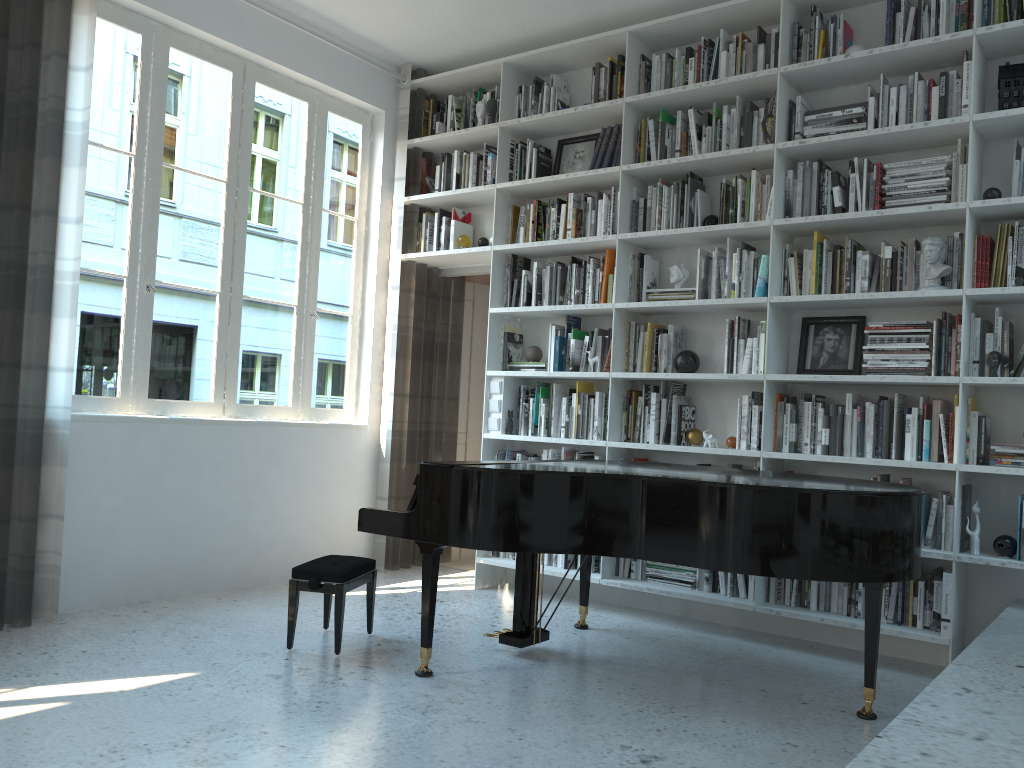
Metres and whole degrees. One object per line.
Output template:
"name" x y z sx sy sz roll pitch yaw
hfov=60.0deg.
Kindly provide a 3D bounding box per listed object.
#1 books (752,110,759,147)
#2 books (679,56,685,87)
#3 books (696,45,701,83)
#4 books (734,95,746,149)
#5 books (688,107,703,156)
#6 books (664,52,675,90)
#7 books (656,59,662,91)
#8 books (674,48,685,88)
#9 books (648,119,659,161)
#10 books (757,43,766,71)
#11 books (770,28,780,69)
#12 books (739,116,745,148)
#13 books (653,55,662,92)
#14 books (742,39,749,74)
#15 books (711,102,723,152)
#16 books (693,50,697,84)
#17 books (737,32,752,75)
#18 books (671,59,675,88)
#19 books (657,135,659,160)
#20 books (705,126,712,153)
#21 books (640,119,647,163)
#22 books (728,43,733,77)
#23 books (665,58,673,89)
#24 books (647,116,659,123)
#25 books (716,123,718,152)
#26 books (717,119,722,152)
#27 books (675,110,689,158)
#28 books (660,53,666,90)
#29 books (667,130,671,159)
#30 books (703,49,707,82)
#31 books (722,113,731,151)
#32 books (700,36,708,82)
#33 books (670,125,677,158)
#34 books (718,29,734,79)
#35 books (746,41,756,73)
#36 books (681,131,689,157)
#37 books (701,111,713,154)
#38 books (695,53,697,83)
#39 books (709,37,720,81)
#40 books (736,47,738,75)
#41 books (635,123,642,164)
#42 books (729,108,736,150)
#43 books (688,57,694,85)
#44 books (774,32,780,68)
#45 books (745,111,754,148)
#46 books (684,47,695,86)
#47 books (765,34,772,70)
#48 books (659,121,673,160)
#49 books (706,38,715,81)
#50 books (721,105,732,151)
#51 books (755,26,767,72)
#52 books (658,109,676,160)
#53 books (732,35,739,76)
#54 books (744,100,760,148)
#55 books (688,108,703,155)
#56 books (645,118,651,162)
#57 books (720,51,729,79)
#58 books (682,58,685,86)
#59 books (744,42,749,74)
"books" 1.257 -1.248 4.486 0.022 0.222 0.161 2 -2 36
"books" 0.943 -1.627 4.774 0.025 0.234 0.129 2 -2 36
"books" 1.018 -1.635 4.684 0.013 0.251 0.183 2 -2 36
"books" 1.182 -1.295 4.537 0.011 0.313 0.183 2 -2 36
"books" 0.974 -1.300 4.720 0.013 0.315 0.135 2 -2 36
"books" 0.868 -1.637 4.794 0.012 0.250 0.174 2 -2 36
"books" 0.835 -1.623 4.819 0.023 0.220 0.181 2 -2 36
"books" 0.915 -1.643 4.764 0.010 0.264 0.160 2 -2 36
"books" 0.804 -1.284 4.832 0.067 0.274 0.168 2 -2 36
"books" 1.286 -1.595 4.480 0.031 0.184 0.177 2 -2 36
"books" 1.343 -1.631 4.462 0.029 0.261 0.151 2 -2 36
"books" 1.206 -1.244 4.542 0.024 0.213 0.150 2 -2 36
"books" 0.817 -1.641 4.839 0.031 0.254 0.145 2 -2 36
"books" 1.218 -1.619 4.536 0.021 0.228 0.161 2 -2 36
"books" 1.078 -1.294 4.622 0.012 0.307 0.145 2 -2 36
"books" 1.002 -1.626 4.704 0.013 0.234 0.154 2 -2 36
"books" 1.200 -1.638 4.541 0.014 0.266 0.192 2 -2 36
"books" 0.902 -1.615 4.769 0.014 0.207 0.166 2 -2 36
"books" 0.831 -1.276 4.802 0.011 0.260 0.157 2 -2 36
"books" 1.059 -1.231 4.632 0.028 0.180 0.168 2 -2 36
"books" 0.750 -1.290 4.866 0.013 0.283 0.158 2 -2 36
"books" 1.159 -1.623 4.592 0.026 0.235 0.134 2 -2 36
"books" 0.877 -1.617 4.771 0.029 0.208 0.178 2 -2 36
"books" 0.774 -1.301 4.875 0.014 0.309 0.130 2 -2 36
"books" 1.105 -1.245 4.630 0.024 0.212 0.128 2 -2 36
"books" 1.103 -1.244 4.599 0.010 0.208 0.173 2 -2 36
"books" 0.921 -1.291 4.736 0.023 0.293 0.156 2 -2 36
"books" 0.857 -1.638 4.808 0.023 0.251 0.170 2 -2 36
"books" 0.881 -1.245 4.771 0.024 0.201 0.153 2 -2 36
"books" 1.051 -1.625 4.676 0.029 0.235 0.130 2 -2 36
"books" 1.131 -1.253 4.566 0.021 0.226 0.191 2 -2 36
"books" 1.030 -1.658 4.679 0.010 0.299 0.151 2 -2 36
"books" 0.898 -1.254 4.750 0.029 0.218 0.157 2 -2 36
"books" 1.120 -1.664 4.623 0.014 0.315 0.166 2 -2 36
"books" 1.238 -1.605 4.501 0.026 0.200 0.187 2 -2 36
"books" 0.947 -1.233 4.725 0.034 0.180 0.160 2 -2 36
"books" 1.043 -1.273 4.654 0.027 0.265 0.168 2 -2 36
"books" 1.007 -1.617 4.690 0.011 0.215 0.160 2 -2 36
"books" 1.084 -1.644 4.631 0.052 0.273 0.172 2 -2 36
"books" 1.198 -1.610 4.575 0.029 0.213 0.141 2 -2 36
"books" 0.727 -1.277 4.864 0.023 0.256 0.175 2 -2 36
"books" 1.162 -1.268 4.566 0.028 0.261 0.135 2 -2 36
"books" 0.986 -1.610 4.719 0.030 0.201 0.152 2 -2 36
"books" 1.352 -1.614 4.429 0.026 0.225 0.172 2 -2 36
"books" 1.234 -1.246 4.498 0.030 0.217 0.182 2 -2 36
"books" 0.969 -1.643 4.744 0.028 0.268 0.151 2 -2 36
"books" 1.316 -1.620 4.472 0.026 0.237 0.149 2 -2 36
"books" 0.852 -1.267 4.777 0.031 0.242 0.181 2 -2 36
"books" 1.060 -1.646 4.652 0.013 0.276 0.164 2 -2 36
"books" 1.127 -1.282 4.600 0.026 0.286 0.137 2 -2 36
"books" 1.274 -1.646 4.499 0.013 0.285 0.159 2 -2 36
"books" 0.836 -1.304 4.789 0.012 0.315 0.171 2 -2 36
"books" 1.177 -1.639 4.582 0.014 0.269 0.156 2 -2 36
"books" 1.227 -1.281 4.531 0.022 0.290 0.146 2 -2 36
"books" 0.993 -1.285 4.673 0.075 0.285 0.178 2 -2 36
"books" 0.769 -1.291 4.849 0.010 0.287 0.148 2 -2 36
"books" 1.130 -1.601 4.602 0.031 0.190 0.181 2 -2 36
"books" 0.952 -1.617 4.756 0.012 0.216 0.150 2 -2 36
"books" 1.224 -1.608 4.515 0.013 0.207 0.178 2 -2 36
